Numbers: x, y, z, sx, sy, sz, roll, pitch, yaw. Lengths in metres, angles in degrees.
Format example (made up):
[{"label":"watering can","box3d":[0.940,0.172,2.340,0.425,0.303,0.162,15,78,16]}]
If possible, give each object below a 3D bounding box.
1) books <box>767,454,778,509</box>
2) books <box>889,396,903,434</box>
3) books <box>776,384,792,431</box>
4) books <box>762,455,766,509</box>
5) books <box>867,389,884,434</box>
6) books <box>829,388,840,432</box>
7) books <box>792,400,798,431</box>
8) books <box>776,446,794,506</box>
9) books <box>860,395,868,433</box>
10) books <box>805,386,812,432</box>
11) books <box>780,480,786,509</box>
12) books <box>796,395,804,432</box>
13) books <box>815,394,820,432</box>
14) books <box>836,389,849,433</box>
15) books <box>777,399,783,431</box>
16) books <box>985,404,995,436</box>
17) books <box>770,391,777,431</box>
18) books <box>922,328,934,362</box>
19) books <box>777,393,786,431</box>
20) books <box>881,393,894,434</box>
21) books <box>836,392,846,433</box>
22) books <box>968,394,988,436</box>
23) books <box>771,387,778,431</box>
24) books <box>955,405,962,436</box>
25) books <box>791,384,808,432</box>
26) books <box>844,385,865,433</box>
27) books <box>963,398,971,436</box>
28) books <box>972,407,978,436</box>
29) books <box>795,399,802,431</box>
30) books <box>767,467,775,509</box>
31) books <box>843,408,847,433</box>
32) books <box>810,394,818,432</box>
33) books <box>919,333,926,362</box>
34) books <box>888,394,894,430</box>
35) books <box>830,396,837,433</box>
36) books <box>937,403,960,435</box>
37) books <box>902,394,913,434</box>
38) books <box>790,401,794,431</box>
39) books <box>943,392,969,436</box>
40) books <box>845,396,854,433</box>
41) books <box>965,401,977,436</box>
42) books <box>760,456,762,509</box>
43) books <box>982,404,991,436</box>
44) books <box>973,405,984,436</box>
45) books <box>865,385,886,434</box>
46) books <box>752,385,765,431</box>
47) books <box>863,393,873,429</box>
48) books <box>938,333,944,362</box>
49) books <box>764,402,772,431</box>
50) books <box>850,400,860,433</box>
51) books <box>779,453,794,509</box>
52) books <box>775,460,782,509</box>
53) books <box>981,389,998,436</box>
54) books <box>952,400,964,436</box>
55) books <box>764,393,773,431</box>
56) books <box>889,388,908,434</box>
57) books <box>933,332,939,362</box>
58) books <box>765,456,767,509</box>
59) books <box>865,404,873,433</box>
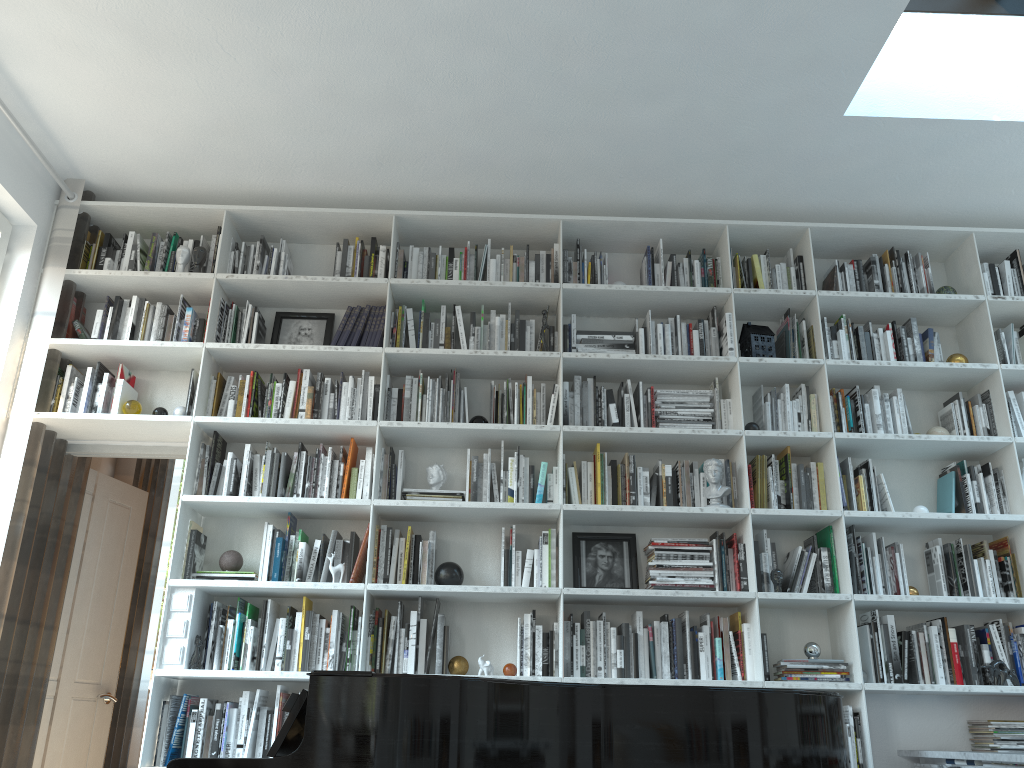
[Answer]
[{"label":"books","box3d":[1.221,0.497,4.196,0.019,0.293,0.164,1,-21,-1]},{"label":"books","box3d":[1.849,0.201,4.333,0.021,0.231,0.183,1,-21,-1]},{"label":"books","box3d":[1.316,0.160,4.311,0.028,0.274,0.187,1,-21,-1]},{"label":"books","box3d":[1.172,0.495,4.193,0.035,0.292,0.145,1,-21,-1]},{"label":"books","box3d":[1.748,0.178,4.321,0.030,0.262,0.183,1,-21,-1]},{"label":"books","box3d":[1.565,0.177,4.347,0.014,0.277,0.154,1,-21,-1]},{"label":"books","box3d":[1.350,0.203,4.311,0.027,0.195,0.186,1,-21,-1]},{"label":"books","box3d":[1.298,0.481,4.210,0.021,0.336,0.170,1,-21,-1]},{"label":"books","box3d":[1.686,0.192,4.324,0.022,0.236,0.165,1,-21,-1]},{"label":"books","box3d":[1.423,0.170,4.333,0.025,0.276,0.173,1,-21,-1]},{"label":"books","box3d":[1.264,0.560,4.201,0.030,0.180,0.132,1,-21,-1]},{"label":"books","box3d":[1.390,0.189,4.325,0.024,0.233,0.150,1,-21,-1]},{"label":"books","box3d":[1.458,0.189,4.326,0.026,0.237,0.173,1,-21,-1]},{"label":"books","box3d":[1.614,0.180,4.360,0.014,0.282,0.136,1,-21,-1]},{"label":"books","box3d":[1.282,0.201,4.323,0.023,0.206,0.171,1,-21,-1]},{"label":"books","box3d":[2.300,0.224,4.333,0.012,0.205,0.170,1,-21,-1]},{"label":"books","box3d":[1.257,0.180,4.330,0.028,0.249,0.165,1,-21,-1]},{"label":"books","box3d":[2.070,-0.140,4.457,0.054,0.234,0.172,1,-21,-1]},{"label":"books","box3d":[1.298,0.186,4.324,0.023,0.235,0.179,1,-21,-1]},{"label":"books","box3d":[1.802,0.192,4.329,0.025,0.244,0.184,1,-21,-1]},{"label":"books","box3d":[1.580,0.185,4.326,0.014,0.246,0.177,1,-21,-1]},{"label":"books","box3d":[2.262,0.198,4.338,0.016,0.256,0.176,1,-21,-1]},{"label":"books","box3d":[1.272,0.169,4.336,0.019,0.274,0.146,1,-21,-1]},{"label":"books","box3d":[2.155,0.226,4.343,0.005,0.204,0.154,1,-21,-1]},{"label":"books","box3d":[1.407,0.163,4.338,0.028,0.292,0.155,1,-21,-1]},{"label":"books","box3d":[1.668,0.169,4.326,0.014,0.279,0.178,1,-21,-1]},{"label":"books","box3d":[2.192,0.208,4.348,0.016,0.243,0.152,1,-21,-1]},{"label":"books","box3d":[2.234,0.229,4.349,0.012,0.205,0.138,1,-21,-1]},{"label":"books","box3d":[1.371,0.197,4.314,0.029,0.210,0.158,1,-21,-1]},{"label":"books","box3d":[1.203,0.527,4.188,0.015,0.231,0.180,1,-21,-1]},{"label":"books","box3d":[1.596,0.222,4.326,0.021,0.178,0.137,1,-21,-1]},{"label":"books","box3d":[1.440,0.187,4.310,0.028,0.229,0.177,1,-21,-1]},{"label":"books","box3d":[2.027,-0.126,4.464,0.030,0.212,0.157,1,-21,-1]},{"label":"books","box3d":[1.826,0.192,4.351,0.024,0.261,0.134,1,-21,-1]},{"label":"books","box3d":[1.543,0.195,4.344,0.030,0.241,0.139,1,-21,-1]},{"label":"books","box3d":[2.144,0.220,4.349,0.015,0.219,0.140,1,-21,-1]},{"label":"books","box3d":[1.910,0.198,4.349,0.034,0.253,0.161,1,-21,-1]},{"label":"books","box3d":[1.331,0.202,4.307,0.024,0.194,0.173,1,-21,-1]},{"label":"books","box3d":[2.177,0.192,4.342,0.015,0.266,0.165,1,-21,-1]},{"label":"books","box3d":[1.628,0.195,4.333,0.013,0.235,0.158,1,-21,-1]},{"label":"books","box3d":[2.220,0.216,4.348,0.016,0.227,0.161,1,-21,-1]},{"label":"books","box3d":[1.158,0.501,4.206,0.035,0.292,0.145,1,-21,-1]},{"label":"books","box3d":[2.275,0.222,4.328,0.013,0.203,0.174,1,-21,-1]},{"label":"books","box3d":[2.247,0.227,4.337,0.013,0.201,0.174,1,-21,-1]},{"label":"books","box3d":[1.776,0.173,4.351,0.027,0.294,0.160,1,-21,-1]},{"label":"books","box3d":[1.208,0.165,4.342,0.018,0.284,0.160,1,-21,-1]},{"label":"books","box3d":[1.727,0.189,4.342,0.011,0.256,0.132,1,-21,-1]},{"label":"books","box3d":[2.129,-0.125,4.483,0.026,0.228,0.141,1,-21,-1]},{"label":"books","box3d":[1.220,0.204,4.304,0.028,0.185,0.182,1,-21,-1]},{"label":"books","box3d":[1.647,0.206,4.332,0.026,0.215,0.162,1,-21,-1]},{"label":"books","box3d":[1.286,0.494,4.185,0.019,0.292,0.183,1,-21,-1]},{"label":"books","box3d":[1.240,0.514,4.215,0.035,0.277,0.139,1,-21,-1]},{"label":"books","box3d":[2.309,0.188,4.339,0.005,0.276,0.183,1,-21,-1]},{"label":"books","box3d":[2.164,0.213,4.347,0.012,0.231,0.154,1,-21,-1]},{"label":"books","box3d":[1.240,0.185,4.334,0.024,0.241,0.160,1,-21,-1]},{"label":"books","box3d":[1.873,0.179,4.330,0.024,0.271,0.170,1,-21,-1]},{"label":"books","box3d":[2.092,-0.127,4.463,0.048,0.215,0.183,1,-21,-1]},{"label":"books","box3d":[1.184,0.501,4.207,0.035,0.292,0.145,1,-21,-1]},{"label":"books","box3d":[1.708,0.216,4.325,0.025,0.193,0.171,1,-21,-1]}]
